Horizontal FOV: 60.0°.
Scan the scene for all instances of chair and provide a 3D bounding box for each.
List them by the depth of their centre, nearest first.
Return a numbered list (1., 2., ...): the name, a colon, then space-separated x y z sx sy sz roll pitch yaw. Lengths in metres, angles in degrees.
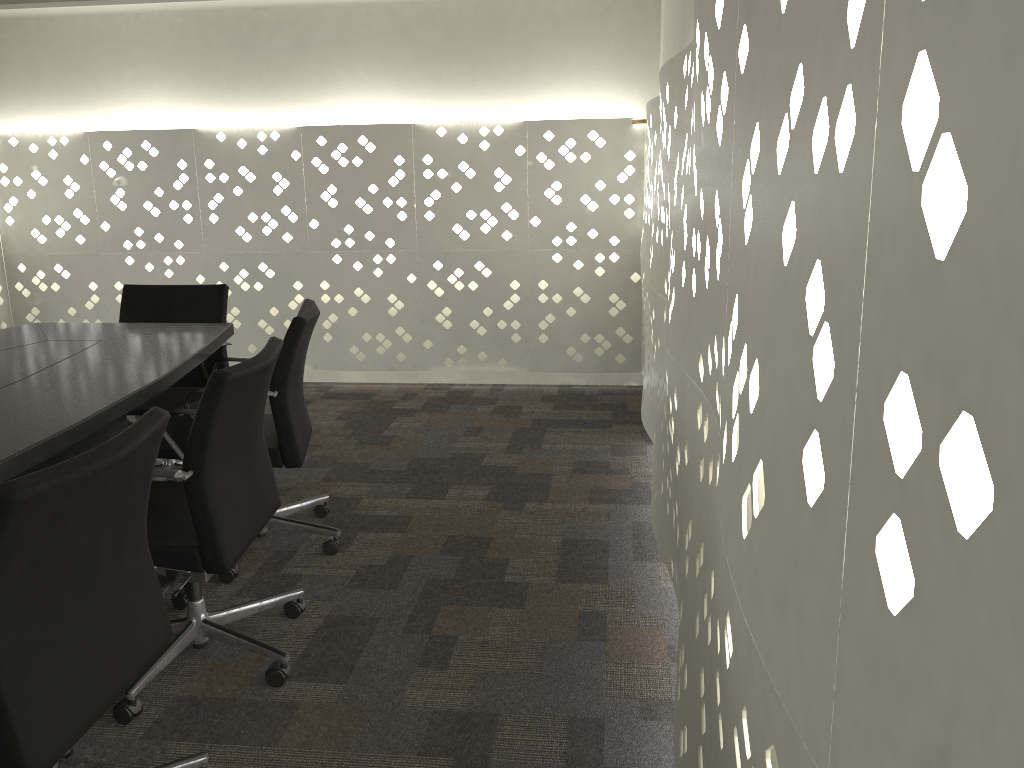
1. chair: -0.832 0.454 1.428 0.579 0.757 0.559 2 13 11
2. chair: -0.792 0.301 2.080 0.579 0.757 0.559 0 13 6
3. chair: -0.829 0.147 2.746 0.579 0.757 0.559 -2 13 -3
4. chair: -1.285 0.034 3.265 0.559 0.757 0.579 2 13 11

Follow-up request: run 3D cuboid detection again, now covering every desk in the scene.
1. desk: -1.515 0.488 1.556 1.223 0.658 3.364 1 13 7
